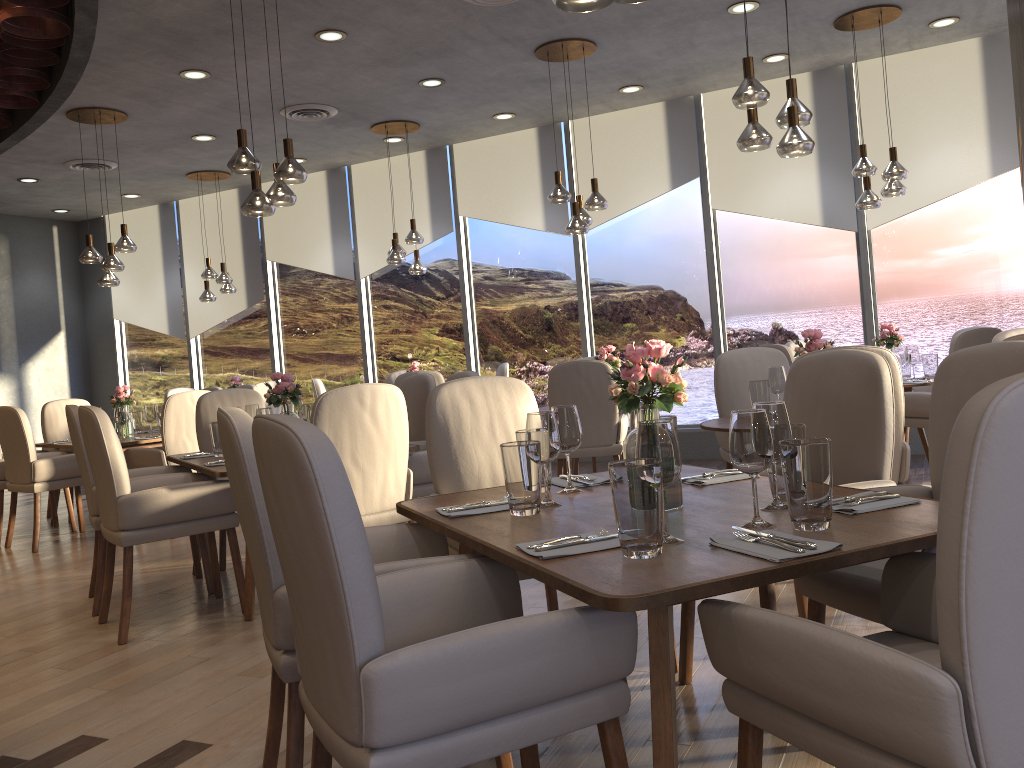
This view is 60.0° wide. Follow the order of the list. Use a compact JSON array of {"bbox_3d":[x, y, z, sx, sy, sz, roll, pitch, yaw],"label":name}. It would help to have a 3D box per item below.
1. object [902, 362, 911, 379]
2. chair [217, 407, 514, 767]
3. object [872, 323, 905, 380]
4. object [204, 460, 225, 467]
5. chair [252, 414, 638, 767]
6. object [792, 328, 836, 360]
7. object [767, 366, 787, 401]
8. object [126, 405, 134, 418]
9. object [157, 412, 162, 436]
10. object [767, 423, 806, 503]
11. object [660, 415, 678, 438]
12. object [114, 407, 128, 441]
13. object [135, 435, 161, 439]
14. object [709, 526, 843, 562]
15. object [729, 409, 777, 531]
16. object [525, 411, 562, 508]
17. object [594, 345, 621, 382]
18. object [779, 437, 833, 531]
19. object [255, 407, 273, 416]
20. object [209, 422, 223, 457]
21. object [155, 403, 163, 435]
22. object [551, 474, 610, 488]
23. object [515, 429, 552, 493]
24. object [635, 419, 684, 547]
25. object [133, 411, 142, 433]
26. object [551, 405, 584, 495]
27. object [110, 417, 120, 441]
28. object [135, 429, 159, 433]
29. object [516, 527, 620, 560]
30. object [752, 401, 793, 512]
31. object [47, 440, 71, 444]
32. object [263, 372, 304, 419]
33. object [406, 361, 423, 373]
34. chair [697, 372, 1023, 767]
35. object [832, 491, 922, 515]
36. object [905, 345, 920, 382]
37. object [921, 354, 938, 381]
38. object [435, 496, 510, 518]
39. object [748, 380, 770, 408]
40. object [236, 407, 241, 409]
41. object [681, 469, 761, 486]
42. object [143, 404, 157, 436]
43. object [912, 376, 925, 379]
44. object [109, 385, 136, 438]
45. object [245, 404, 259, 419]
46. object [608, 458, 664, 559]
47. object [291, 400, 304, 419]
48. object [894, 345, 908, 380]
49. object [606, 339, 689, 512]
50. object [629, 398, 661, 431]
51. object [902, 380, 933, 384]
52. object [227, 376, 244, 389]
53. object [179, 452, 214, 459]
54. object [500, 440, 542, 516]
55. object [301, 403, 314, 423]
[{"bbox_3d":[2.812,-0.124,6.356,0.102,0.178,0.102,-4,1,37],"label":"object"},{"bbox_3d":[-0.374,0.528,2.186,0.600,1.000,0.528,-5,0,-21],"label":"chair"},{"bbox_3d":[2.630,-0.221,6.165,0.198,0.416,0.210,-5,0,-27],"label":"object"},{"bbox_3d":[-1.312,0.361,4.176,0.255,0.019,0.157,-6,2,-30],"label":"object"},{"bbox_3d":[-0.135,0.525,1.670,0.600,1.000,0.528,-5,1,-28],"label":"chair"},{"bbox_3d":[1.436,-0.059,4.186,0.210,0.416,0.198,-5,0,-17],"label":"object"},{"bbox_3d":[1.282,0.037,4.269,0.092,0.244,0.092,-5,0,20],"label":"object"},{"bbox_3d":[-3.164,0.294,7.316,0.092,0.244,0.092,-5,0,17],"label":"object"},{"bbox_3d":[-2.636,0.304,6.731,0.102,0.178,0.102,-5,1,-44],"label":"object"},{"bbox_3d":[0.656,0.189,2.119,0.102,0.178,0.102,-5,1,-15],"label":"object"},{"bbox_3d":[0.449,0.188,2.653,0.102,0.178,0.102,-5,1,-15],"label":"object"},{"bbox_3d":[-2.900,0.297,6.577,0.092,0.244,0.092,-5,0,-44],"label":"object"},{"bbox_3d":[-2.693,0.393,6.576,0.255,0.019,0.158,-3,2,40],"label":"object"},{"bbox_3d":[0.484,0.297,1.691,0.157,0.019,0.255,-5,2,-24],"label":"object"},{"bbox_3d":[0.504,0.177,1.854,0.092,0.244,0.092,-5,0,-44],"label":"object"},{"bbox_3d":[0.084,0.196,2.312,0.092,0.244,0.092,-5,0,22],"label":"object"},{"bbox_3d":[0.683,-0.066,6.264,0.210,0.416,0.198,-5,0,-2],"label":"object"},{"bbox_3d":[0.602,0.204,1.801,0.102,0.178,0.102,-5,1,-28],"label":"object"},{"bbox_3d":[-1.156,0.235,4.163,0.092,0.244,0.092,-5,0,12],"label":"object"},{"bbox_3d":[-1.495,0.283,4.552,0.102,0.178,0.102,-5,1,-14],"label":"object"},{"bbox_3d":[-2.741,0.273,6.931,0.092,0.244,0.092,-5,0,-28],"label":"object"},{"bbox_3d":[0.207,0.287,2.659,0.157,0.019,0.255,-5,2,-19],"label":"object"},{"bbox_3d":[0.067,0.222,2.560,0.102,0.178,0.102,-5,0,7],"label":"object"},{"bbox_3d":[0.297,0.196,1.780,0.092,0.244,0.092,-5,0,22],"label":"object"},{"bbox_3d":[-3.152,0.322,7.425,0.102,0.178,0.102,-5,1,-42],"label":"object"},{"bbox_3d":[0.155,0.184,2.498,0.092,0.244,0.092,-5,0,28],"label":"object"},{"bbox_3d":[-2.909,0.334,6.469,0.102,0.178,0.102,-5,0,-1],"label":"object"},{"bbox_3d":[-2.994,0.392,7.356,0.157,0.019,0.255,-3,3,42],"label":"object"},{"bbox_3d":[0.146,0.320,1.820,0.255,0.019,0.157,-5,2,-20],"label":"object"},{"bbox_3d":[0.597,0.164,2.026,0.092,0.244,0.092,-5,0,4],"label":"object"},{"bbox_3d":[-3.480,0.446,6.922,0.157,0.019,0.255,-3,3,43],"label":"object"},{"bbox_3d":[-1.168,0.141,4.570,0.210,0.416,0.198,-5,0,-17],"label":"object"},{"bbox_3d":[-0.861,0.002,7.985,0.197,0.416,0.210,-4,0,23],"label":"object"},{"bbox_3d":[0.683,0.466,1.433,0.529,1.000,0.599,-5,1,-26],"label":"chair"},{"bbox_3d":[0.767,0.264,1.990,0.255,0.019,0.157,-5,2,-22],"label":"object"},{"bbox_3d":[2.731,-0.140,6.037,0.092,0.244,0.092,-5,0,-34],"label":"object"},{"bbox_3d":[2.819,-0.112,5.968,0.102,0.178,0.102,-5,1,-38],"label":"object"},{"bbox_3d":[-0.068,0.320,2.352,0.255,0.019,0.157,-5,2,-20],"label":"object"},{"bbox_3d":[1.219,0.072,4.357,0.102,0.178,0.102,-5,0,6],"label":"object"},{"bbox_3d":[-1.454,0.243,4.653,0.092,0.244,0.092,-5,0,18],"label":"object"},{"bbox_3d":[0.560,0.263,2.524,0.255,0.019,0.157,-5,2,-22],"label":"object"},{"bbox_3d":[-2.748,0.280,6.736,0.092,0.244,0.092,-4,0,42],"label":"object"},{"bbox_3d":[2.918,-0.048,6.223,0.255,0.019,0.157,-5,2,-19],"label":"object"},{"bbox_3d":[-3.039,0.214,6.941,0.197,0.416,0.210,-4,1,38],"label":"object"},{"bbox_3d":[-1.414,0.234,4.849,0.092,0.244,0.092,-4,0,42],"label":"object"},{"bbox_3d":[0.241,0.237,1.688,0.102,0.178,0.102,-5,0,6],"label":"object"},{"bbox_3d":[-1.193,0.212,4.947,0.092,0.244,0.092,-4,0,39],"label":"object"},{"bbox_3d":[2.749,-0.149,6.266,0.092,0.244,0.092,-5,0,28],"label":"object"},{"bbox_3d":[0.338,0.098,2.153,0.210,0.416,0.198,-5,0,3],"label":"object"},{"bbox_3d":[0.389,0.163,2.560,0.092,0.244,0.092,-5,0,26],"label":"object"},{"bbox_3d":[2.684,-0.018,5.881,0.157,0.019,0.255,-5,2,-14],"label":"object"},{"bbox_3d":[-2.914,0.123,9.388,0.198,0.416,0.210,-5,1,-42],"label":"object"},{"bbox_3d":[-1.610,0.369,4.666,0.255,0.019,0.157,-6,2,-30],"label":"object"},{"bbox_3d":[0.027,0.236,2.220,0.102,0.178,0.102,-5,1,16],"label":"object"},{"bbox_3d":[-0.965,0.216,4.270,0.092,0.244,0.092,-5,0,-8],"label":"object"}]
